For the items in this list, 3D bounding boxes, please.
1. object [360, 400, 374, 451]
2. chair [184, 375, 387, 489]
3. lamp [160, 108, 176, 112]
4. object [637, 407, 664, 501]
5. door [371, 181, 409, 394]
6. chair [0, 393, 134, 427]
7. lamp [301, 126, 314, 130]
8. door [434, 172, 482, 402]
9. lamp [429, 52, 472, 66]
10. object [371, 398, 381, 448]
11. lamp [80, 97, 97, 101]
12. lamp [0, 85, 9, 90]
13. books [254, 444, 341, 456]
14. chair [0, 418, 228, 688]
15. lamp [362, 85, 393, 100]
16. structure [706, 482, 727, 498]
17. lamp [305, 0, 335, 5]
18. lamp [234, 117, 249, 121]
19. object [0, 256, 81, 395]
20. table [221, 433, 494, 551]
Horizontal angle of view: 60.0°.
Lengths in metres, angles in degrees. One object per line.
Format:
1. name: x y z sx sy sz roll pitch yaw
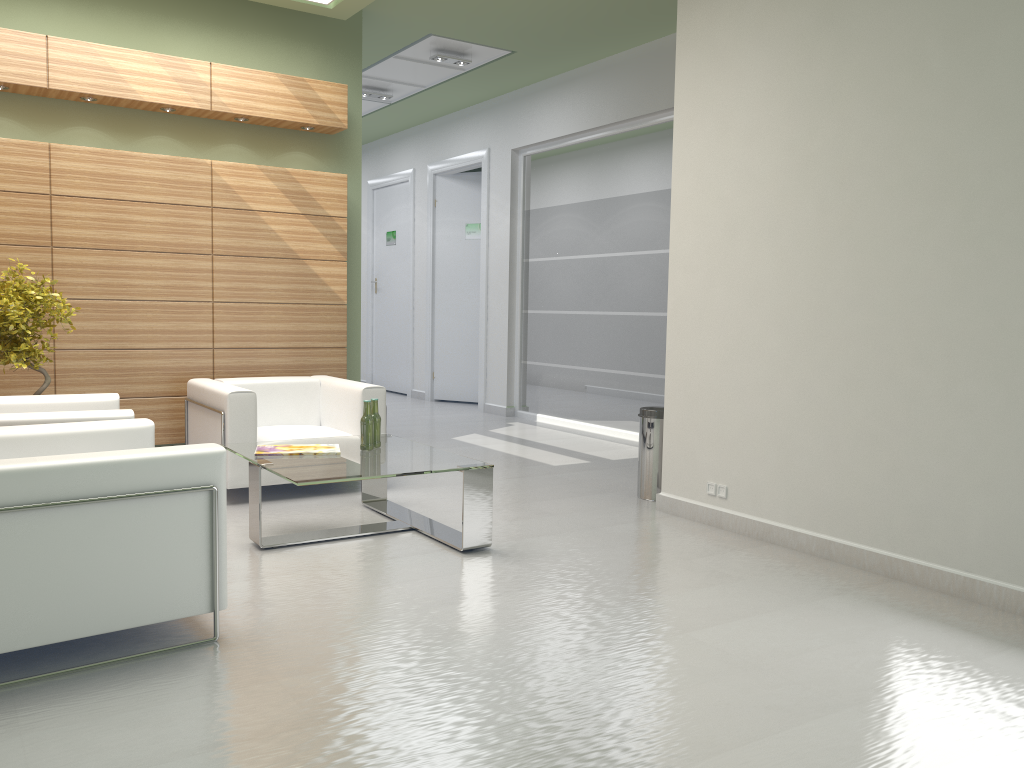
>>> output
1. object: -1.375 0.392 8.416 0.131 0.475 0.131 3 5 22
2. chair: -2.687 0.587 10.498 1.894 1.234 1.802 -2 6 -33
3. lamp: -4.247 -3.413 10.947 0.181 0.074 0.181 -3 6 -39
4. object: 1.674 0.792 10.170 0.482 1.027 0.483 4 5 28
5. door: -3.041 -2.364 22.061 0.250 5.083 2.089 -2 6 -33
6. chair: -4.293 0.785 7.739 1.769 1.234 1.894 -1 5 -28
7. lamp: -2.748 -3.465 11.921 0.181 0.074 0.181 -3 6 -39
8. door: -0.802 -2.127 19.705 2.089 5.083 0.134 3 5 27
9. lamp: -1.022 -5.456 14.805 0.657 0.159 0.286 -2 6 -33
10. object: -1.333 0.379 8.587 0.131 0.475 0.131 3 5 22
11. lamp: -4.993 -3.387 10.461 0.181 0.074 0.181 3 5 17
12. lamp: -5.756 -3.361 9.965 0.181 0.074 0.181 -3 6 -39
13. books: -2.000 0.616 8.294 0.762 0.025 0.508 0 5 -13
14. chair: -3.039 0.969 5.790 1.802 1.234 1.894 -3 6 -38
15. lamp: -2.686 -5.697 17.351 0.657 0.159 0.286 -2 6 -33
16. structure: 2.039 1.053 8.834 0.017 0.118 0.262 -2 6 -33
17. lamp: -2.884 -4.733 7.963 4.571 0.325 5.060 -2 6 -33
18. lamp: -3.490 -3.440 11.439 0.181 0.074 0.181 3 5 17
19. object: -5.136 -0.018 9.070 1.116 2.565 1.201 3 5 25
20. table: -1.508 1.017 8.232 1.783 0.742 2.197 -2 6 -33
